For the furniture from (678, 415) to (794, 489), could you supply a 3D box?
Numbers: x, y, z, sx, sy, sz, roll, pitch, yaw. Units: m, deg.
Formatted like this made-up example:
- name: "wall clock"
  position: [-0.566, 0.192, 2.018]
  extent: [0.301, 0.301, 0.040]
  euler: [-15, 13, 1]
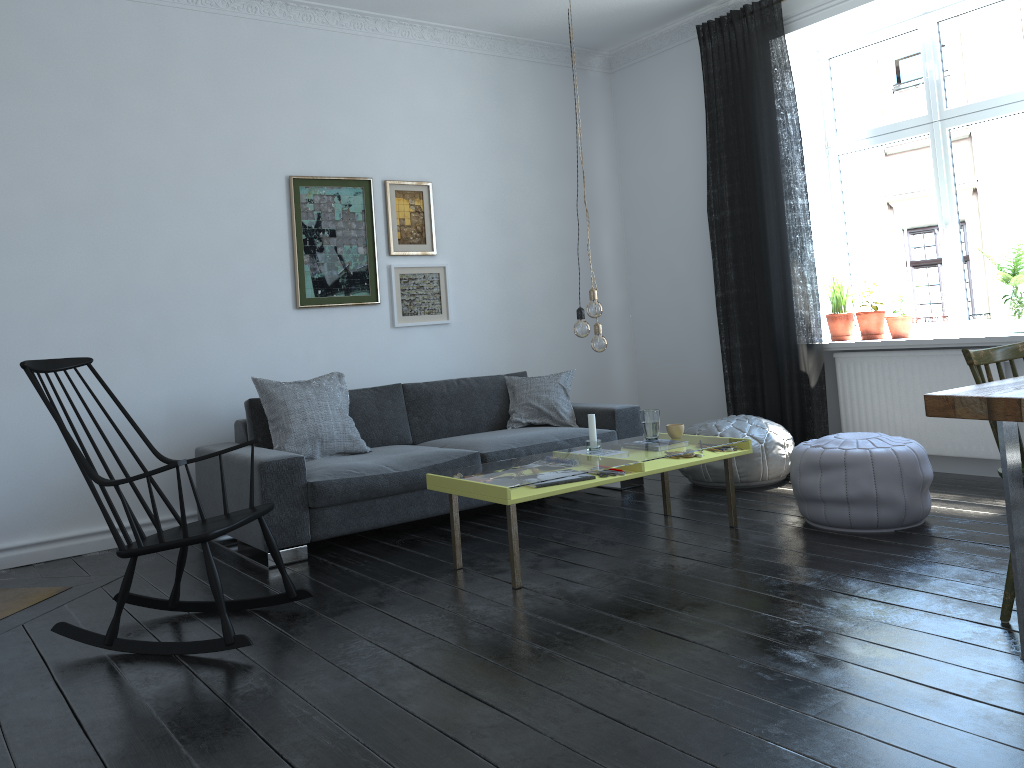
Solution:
- name: "furniture"
  position: [1.325, 0.388, 5.257]
  extent: [0.681, 0.384, 0.676]
  euler: [-5, 2, -35]

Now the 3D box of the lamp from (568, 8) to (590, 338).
- name: "lamp"
  position: [0.263, -0.955, 3.942]
  extent: [0.086, 1.507, 0.074]
  euler: [-5, -4, 16]

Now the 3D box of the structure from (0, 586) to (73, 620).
- name: "structure"
  position: [-2.723, -0.489, 3.720]
  extent: [1.267, 2.908, 0.774]
  euler: [-5, -3, 9]

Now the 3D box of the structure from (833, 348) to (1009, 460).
- name: "structure"
  position: [2.352, 0.118, 5.061]
  extent: [0.073, 0.631, 1.059]
  euler: [-2, 0, -36]

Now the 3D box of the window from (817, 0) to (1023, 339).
- name: "window"
  position: [2.613, -1.293, 5.358]
  extent: [0.107, 1.998, 1.559]
  euler: [-2, -2, -36]

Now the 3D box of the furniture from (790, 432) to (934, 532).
- name: "furniture"
  position: [1.614, 0.444, 4.076]
  extent: [0.612, 0.421, 0.612]
  euler: [-5, 1, -41]

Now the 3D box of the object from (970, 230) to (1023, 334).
- name: "object"
  position: [2.765, -0.562, 4.858]
  extent: [0.327, 0.569, 0.392]
  euler: [-5, -1, 18]

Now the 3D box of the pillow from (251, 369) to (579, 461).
- name: "pillow"
  position: [-0.482, 0.112, 5.181]
  extent: [2.062, 0.495, 0.475]
  euler: [-6, 1, -31]

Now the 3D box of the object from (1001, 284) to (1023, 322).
- name: "object"
  position: [2.771, -0.415, 4.660]
  extent: [0.286, 0.296, 0.283]
  euler: [-4, 0, -31]

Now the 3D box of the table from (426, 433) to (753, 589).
- name: "table"
  position: [0.388, 0.521, 3.922]
  extent: [1.406, 0.401, 0.597]
  euler: [-6, 2, -36]

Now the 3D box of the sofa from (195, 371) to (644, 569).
- name: "sofa"
  position: [-0.456, 0.355, 5.042]
  extent: [2.381, 0.727, 1.078]
  euler: [-6, 2, -36]

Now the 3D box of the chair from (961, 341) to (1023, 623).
- name: "chair"
  position: [1.694, 0.286, 2.643]
  extent: [0.469, 0.832, 0.482]
  euler: [-3, -2, -37]

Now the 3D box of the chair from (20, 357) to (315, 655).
- name: "chair"
  position: [-1.269, 0.383, 3.181]
  extent: [0.904, 1.011, 0.610]
  euler: [-4, -2, 9]

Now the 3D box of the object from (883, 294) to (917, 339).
- name: "object"
  position: [2.364, -0.416, 5.353]
  extent: [0.194, 0.279, 0.176]
  euler: [-5, -2, 21]

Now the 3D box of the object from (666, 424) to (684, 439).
- name: "object"
  position: [0.803, 0.234, 4.322]
  extent: [0.087, 0.067, 0.086]
  euler: [-4, 1, -7]

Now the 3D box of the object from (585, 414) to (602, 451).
- name: "object"
  position: [0.378, 0.223, 4.121]
  extent: [0.074, 0.174, 0.074]
  euler: [-4, -2, -1]

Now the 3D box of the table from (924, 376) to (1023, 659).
- name: "table"
  position: [2.379, 0.287, 2.696]
  extent: [2.235, 0.720, 1.013]
  euler: [-6, 2, -36]

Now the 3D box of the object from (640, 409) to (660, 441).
- name: "object"
  position: [0.683, 0.202, 4.336]
  extent: [0.097, 0.147, 0.097]
  euler: [-5, -1, 15]

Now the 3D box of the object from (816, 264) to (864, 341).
- name: "object"
  position: [2.137, -0.532, 5.707]
  extent: [0.298, 0.502, 0.334]
  euler: [-5, -2, 38]

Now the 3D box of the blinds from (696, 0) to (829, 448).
- name: "blinds"
  position: [1.587, -0.980, 5.748]
  extent: [0.112, 2.992, 0.798]
  euler: [-2, -4, -37]

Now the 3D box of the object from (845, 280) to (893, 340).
- name: "object"
  position: [2.258, -0.466, 5.531]
  extent: [0.235, 0.372, 0.256]
  euler: [-4, -1, -24]

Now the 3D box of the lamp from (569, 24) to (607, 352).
- name: "lamp"
  position: [0.342, -0.892, 4.007]
  extent: [0.074, 1.507, 0.088]
  euler: [-3, -4, -12]

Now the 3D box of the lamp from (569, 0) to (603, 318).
- name: "lamp"
  position: [0.316, -1.043, 3.975]
  extent: [0.074, 1.507, 0.074]
  euler: [-5, -4, 11]
